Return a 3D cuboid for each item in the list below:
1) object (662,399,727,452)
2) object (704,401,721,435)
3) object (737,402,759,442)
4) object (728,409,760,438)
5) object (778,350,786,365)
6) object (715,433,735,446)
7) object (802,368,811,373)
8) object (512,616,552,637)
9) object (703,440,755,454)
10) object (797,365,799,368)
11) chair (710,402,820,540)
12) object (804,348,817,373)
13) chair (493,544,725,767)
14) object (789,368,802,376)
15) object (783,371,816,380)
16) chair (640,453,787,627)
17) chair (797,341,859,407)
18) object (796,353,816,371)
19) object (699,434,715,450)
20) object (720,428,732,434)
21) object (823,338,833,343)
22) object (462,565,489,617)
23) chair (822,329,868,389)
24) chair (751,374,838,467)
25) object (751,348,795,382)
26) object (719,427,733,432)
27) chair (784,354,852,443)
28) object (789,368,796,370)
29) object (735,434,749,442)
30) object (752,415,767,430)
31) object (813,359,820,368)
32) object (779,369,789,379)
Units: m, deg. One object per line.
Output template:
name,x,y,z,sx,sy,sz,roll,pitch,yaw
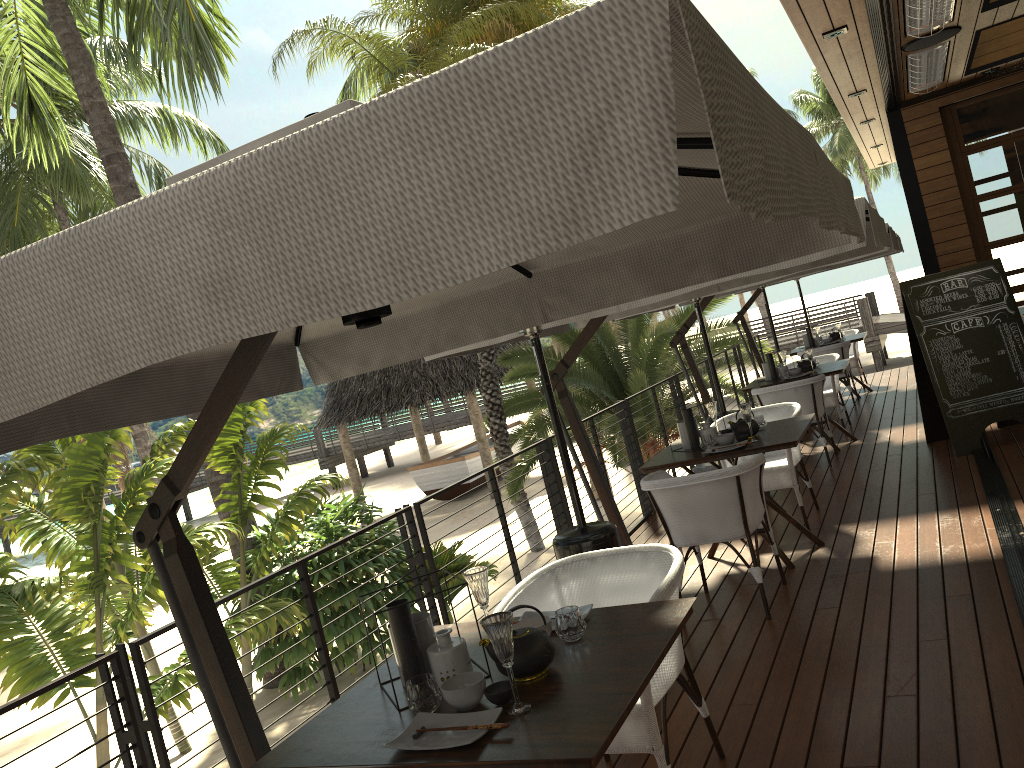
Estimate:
object,1.138,0.260,5.519,0.264,0.264,0.263,-15,1,-20
object,1.306,0.227,5.712,0.082,0.227,0.082,-14,1,26
object,1.379,0.225,5.160,0.082,0.227,0.082,-14,1,15
object,1.412,0.237,5.389,0.162,0.179,0.168,-14,1,27
object,2.698,-0.215,8.767,0.082,0.227,0.082,-14,1,26
object,1.272,0.336,5.271,0.116,0.065,0.116,-14,2,24
object,2.754,-0.116,8.285,0.080,0.042,0.080,-14,1,17
object,0.064,0.721,2.557,0.116,0.065,0.116,-14,2,24
object,1.254,0.366,5.109,0.294,0.025,0.170,-13,2,25
object,2.846,-0.162,8.658,0.116,0.065,0.116,-13,2,29
chair,1.771,0.584,6.141,0.626,0.788,0.618,-14,1,26
object,2.772,-0.217,8.215,0.082,0.227,0.082,-14,1,26
chair,0.362,1.032,3.052,0.626,0.788,0.618,-14,1,26
object,2.665,-0.107,8.326,0.116,0.065,0.116,-13,2,29
object,2.647,-0.077,8.164,0.294,0.025,0.170,-13,2,25
chair,1.084,0.801,4.694,0.626,0.788,0.618,-14,1,26
chair,3.905,-0.095,10.881,0.626,0.788,0.618,-14,1,26
object,2.804,-0.205,8.447,0.167,0.179,0.163,-14,1,24
object,1.164,0.351,5.299,0.086,0.086,0.087,-14,1,30
object,1.367,0.312,5.644,0.080,0.042,0.080,-15,1,-13
object,4.071,-0.553,11.410,0.116,0.065,0.116,-13,2,29
object,-0.083,0.668,2.666,0.082,0.227,0.082,-14,1,26
chair,4.587,-0.310,12.318,0.626,0.788,0.618,-14,1,26
chair,2.522,0.344,7.848,0.626,0.788,0.618,-14,1,26
object,2.531,-0.182,8.574,0.264,0.264,0.263,-15,1,-20
object,1.481,0.289,5.766,0.294,0.025,0.170,-13,2,25
chair,3.184,0.136,9.242,0.626,0.788,0.618,-14,1,26
object,2.760,-0.130,8.700,0.080,0.042,0.080,-14,1,17
object,1.361,0.326,5.230,0.080,0.042,0.080,-15,1,-13
object,1.554,0.244,5.571,0.086,0.086,0.087,-14,1,30
object,2.947,-0.198,8.626,0.086,0.086,0.087,-14,1,30
object,2.557,-0.092,8.354,0.086,0.086,0.087,-14,1,30
